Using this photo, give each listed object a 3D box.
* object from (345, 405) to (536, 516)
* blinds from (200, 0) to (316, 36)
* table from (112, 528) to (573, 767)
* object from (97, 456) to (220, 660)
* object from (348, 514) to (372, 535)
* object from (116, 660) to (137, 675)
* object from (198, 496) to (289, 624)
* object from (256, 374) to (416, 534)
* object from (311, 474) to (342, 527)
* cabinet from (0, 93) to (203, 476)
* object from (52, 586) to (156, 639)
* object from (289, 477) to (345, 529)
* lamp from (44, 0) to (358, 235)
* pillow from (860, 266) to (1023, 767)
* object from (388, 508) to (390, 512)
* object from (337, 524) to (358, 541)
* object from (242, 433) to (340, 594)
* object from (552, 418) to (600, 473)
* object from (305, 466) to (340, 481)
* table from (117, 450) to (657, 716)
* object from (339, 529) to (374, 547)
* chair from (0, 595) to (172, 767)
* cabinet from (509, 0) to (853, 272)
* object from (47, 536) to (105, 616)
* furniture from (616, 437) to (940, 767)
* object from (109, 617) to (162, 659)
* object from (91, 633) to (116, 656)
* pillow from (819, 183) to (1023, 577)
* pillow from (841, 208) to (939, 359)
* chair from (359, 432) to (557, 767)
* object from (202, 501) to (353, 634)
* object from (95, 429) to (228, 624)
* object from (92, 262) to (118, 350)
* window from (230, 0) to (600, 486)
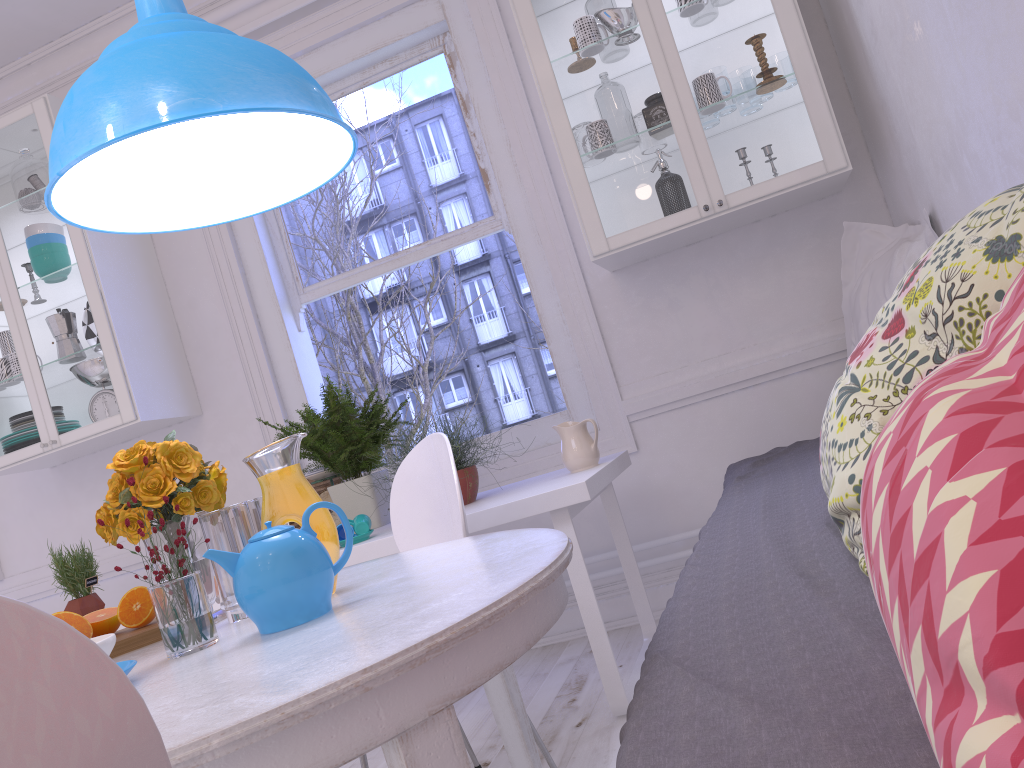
[{"bbox_3d":[-0.225,0.223,2.759,0.668,0.367,0.531,-19,-4,40],"label":"object"},{"bbox_3d":[-0.845,-1.511,3.451,1.451,0.131,0.136,-18,-3,16],"label":"blinds"},{"bbox_3d":[-0.369,0.685,1.250,1.140,0.629,1.140,-14,-4,-46],"label":"table"},{"bbox_3d":[-0.500,0.247,1.284,0.128,0.287,0.128,-18,-3,17],"label":"object"},{"bbox_3d":[-0.439,0.407,2.544,0.069,0.059,0.082,-17,-3,-7],"label":"object"},{"bbox_3d":[-0.577,0.401,1.129,0.196,0.023,0.196,-17,-3,3],"label":"object"},{"bbox_3d":[-0.434,0.290,1.494,0.122,0.186,0.101,-14,-4,-44],"label":"object"},{"bbox_3d":[-0.556,0.232,2.953,0.438,0.527,0.368,-18,-3,16],"label":"object"},{"bbox_3d":[-0.610,0.425,3.095,0.159,0.208,0.185,-18,-3,16],"label":"object"},{"bbox_3d":[-1.916,-0.369,3.636,0.823,1.311,0.425,-18,-3,16],"label":"cabinet"},{"bbox_3d":[-0.784,0.437,1.581,0.285,0.075,0.129,-15,-3,-38],"label":"object"},{"bbox_3d":[-0.728,0.453,3.240,0.294,0.237,0.028,-18,-3,16],"label":"object"},{"bbox_3d":[-0.850,-1.311,1.708,0.568,1.948,0.568,-15,-4,-40],"label":"lamp"},{"bbox_3d":[0.475,0.006,0.612,0.491,0.424,0.587,-18,-3,18],"label":"pillow"},{"bbox_3d":[-0.312,0.375,2.499,0.066,0.067,0.052,-18,-3,16],"label":"object"},{"bbox_3d":[-0.473,0.424,2.542,0.069,0.058,0.080,-17,-3,-12],"label":"object"},{"bbox_3d":[-0.355,0.221,1.443,0.094,0.267,0.116,-20,-4,42],"label":"object"},{"bbox_3d":[0.202,0.181,2.670,0.127,0.152,0.115,-17,-3,-2],"label":"object"},{"bbox_3d":[-0.648,0.305,3.112,0.163,0.047,0.164,-16,-3,-25],"label":"object"},{"bbox_3d":[-0.319,0.751,2.777,1.514,0.619,0.736,-18,-3,16],"label":"table"},{"bbox_3d":[-0.451,0.444,2.540,0.121,0.021,0.121,-15,-3,-34],"label":"object"},{"bbox_3d":[-0.384,0.540,0.489,0.604,0.845,0.483,-15,-4,-39],"label":"chair"},{"bbox_3d":[0.485,-1.146,2.934,0.823,1.311,0.425,-18,-3,16],"label":"cabinet"},{"bbox_3d":[-1.630,0.737,3.339,0.186,0.367,0.196,-16,-3,-30],"label":"object"},{"bbox_3d":[0.642,0.437,1.258,0.769,0.508,3.296,-18,-3,16],"label":"furniture"},{"bbox_3d":[-0.768,0.481,1.552,0.347,0.024,0.224,-15,-3,-34],"label":"object"},{"bbox_3d":[-0.656,0.420,1.308,0.147,0.052,0.147,-15,-3,-32],"label":"object"},{"bbox_3d":[0.661,-0.023,1.269,0.509,0.447,0.592,-18,-3,20],"label":"pillow"},{"bbox_3d":[1.117,-0.206,2.622,0.374,0.642,0.677,-16,-3,-14],"label":"pillow"},{"bbox_3d":[-0.260,0.574,1.939,0.483,0.845,0.604,-16,-3,-29],"label":"chair"},{"bbox_3d":[-0.320,0.261,1.262,0.156,0.151,0.150,-18,-3,19],"label":"object"},{"bbox_3d":[-0.594,0.256,1.547,0.234,0.351,0.235,-16,-3,-19],"label":"object"},{"bbox_3d":[-1.911,-0.370,3.657,0.811,0.651,0.376,-18,-3,16],"label":"object"},{"bbox_3d":[-0.469,-0.501,3.577,1.234,1.782,0.181,-18,-3,16],"label":"window"}]
